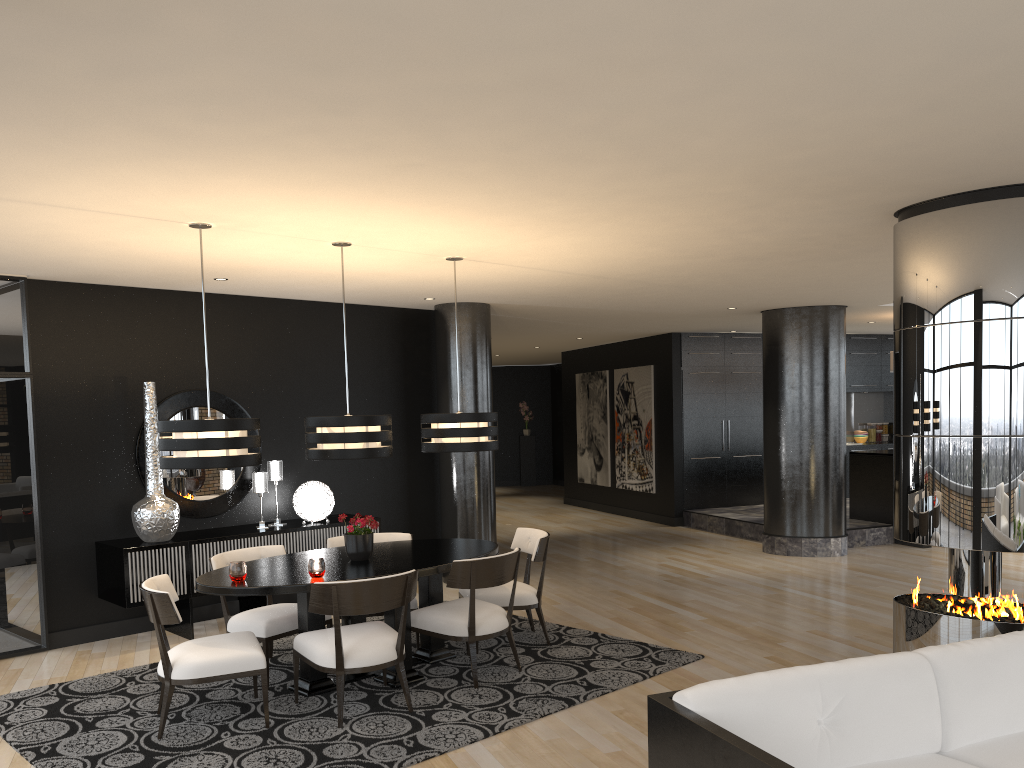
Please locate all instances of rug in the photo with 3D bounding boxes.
[{"bbox_3d":[-0.993,1.877,5.609,3.714,0.011,2.718,0,-3,-44],"label":"rug"}]

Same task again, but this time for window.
[{"bbox_3d":[4.232,-0.657,5.592,15.860,4.801,10.126,-1,-1,-34],"label":"window"}]

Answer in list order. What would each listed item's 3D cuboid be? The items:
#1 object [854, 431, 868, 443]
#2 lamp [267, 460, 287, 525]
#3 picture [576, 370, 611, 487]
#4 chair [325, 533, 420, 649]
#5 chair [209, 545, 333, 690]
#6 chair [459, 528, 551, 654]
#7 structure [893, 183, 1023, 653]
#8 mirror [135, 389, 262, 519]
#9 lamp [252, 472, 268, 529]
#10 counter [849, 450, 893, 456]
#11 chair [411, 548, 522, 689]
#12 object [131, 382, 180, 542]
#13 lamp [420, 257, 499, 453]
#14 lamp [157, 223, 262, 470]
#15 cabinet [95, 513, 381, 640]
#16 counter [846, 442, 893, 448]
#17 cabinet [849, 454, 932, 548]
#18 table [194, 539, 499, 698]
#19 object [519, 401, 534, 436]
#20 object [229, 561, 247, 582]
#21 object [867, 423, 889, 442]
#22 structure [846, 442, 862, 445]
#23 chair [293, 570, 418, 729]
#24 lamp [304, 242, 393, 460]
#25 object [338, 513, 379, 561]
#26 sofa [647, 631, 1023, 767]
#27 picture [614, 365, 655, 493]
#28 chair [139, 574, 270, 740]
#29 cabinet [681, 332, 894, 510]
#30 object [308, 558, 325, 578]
[{"bbox_3d":[5.663,0.858,14.325,0.204,0.206,0.185,-2,1,-20],"label":"object"},{"bbox_3d":[-2.016,0.930,7.543,0.132,0.552,0.124,-1,3,9],"label":"lamp"},{"bbox_3d":[1.367,0.744,14.749,0.077,1.880,1.152,-3,2,-21],"label":"picture"},{"bbox_3d":[-0.987,1.502,6.298,0.642,0.809,0.614,-2,2,-15],"label":"chair"},{"bbox_3d":[-1.592,1.501,5.779,0.616,0.809,0.640,0,2,32],"label":"chair"},{"bbox_3d":[-0.032,1.479,6.388,0.615,0.809,0.641,-2,2,-15],"label":"chair"},{"bbox_3d":[2.535,0.393,4.828,0.585,2.753,0.890,-4,4,-33],"label":"structure"},{"bbox_3d":[-2.576,0.580,7.332,1.073,1.082,0.025,-2,3,-43],"label":"mirror"},{"bbox_3d":[-2.101,0.970,7.383,0.124,0.467,0.132,-3,3,-21],"label":"lamp"},{"bbox_3d":[5.908,0.826,11.123,3.111,0.032,1.179,-1,-2,-21],"label":"counter"},{"bbox_3d":[-0.274,1.461,5.615,0.616,0.809,0.640,0,2,39],"label":"chair"},{"bbox_3d":[-2.726,0.591,6.708,0.342,1.213,0.343,-4,4,-35],"label":"object"},{"bbox_3d":[-0.377,-0.202,6.087,0.534,1.334,0.535,-4,4,-44],"label":"lamp"},{"bbox_3d":[-1.684,-0.208,4.858,0.534,1.334,0.535,-4,4,-44],"label":"lamp"},{"bbox_3d":[-2.176,1.587,7.354,2.232,0.769,0.610,0,0,-43],"label":"cabinet"},{"bbox_3d":[4.953,0.977,13.840,2.857,0.034,0.730,-1,-2,-21],"label":"counter"},{"bbox_3d":[5.922,1.362,11.157,3.111,1.042,1.178,-1,0,-21],"label":"cabinet"},{"bbox_3d":[-0.948,1.496,5.618,2.101,0.771,1.209,0,-1,-42],"label":"table"},{"bbox_3d":[0.330,0.776,19.982,0.339,0.790,0.227,-1,3,8],"label":"object"},{"bbox_3d":[-1.537,1.051,4.949,0.095,0.106,0.095,-1,1,13],"label":"object"},{"bbox_3d":[6.003,0.795,14.478,0.365,0.317,0.113,-2,3,-21],"label":"object"},{"bbox_3d":[4.959,0.953,13.821,0.899,0.067,0.520,-1,-2,-21],"label":"structure"},{"bbox_3d":[-0.878,1.456,4.999,0.641,0.809,0.615,-2,2,-33],"label":"chair"},{"bbox_3d":[-1.030,-0.205,5.472,0.534,1.334,0.535,-4,4,-44],"label":"lamp"},{"bbox_3d":[-0.956,0.961,5.568,0.237,0.299,0.228,-3,2,-41],"label":"object"},{"bbox_3d":[1.543,1.324,2.850,2.029,0.806,0.837,-1,1,-21],"label":"sofa"},{"bbox_3d":[1.876,0.687,13.440,0.077,1.880,1.152,-3,2,-21],"label":"picture"},{"bbox_3d":[-1.706,1.474,4.875,0.615,0.809,0.641,-2,2,-23],"label":"chair"},{"bbox_3d":[4.951,0.519,13.789,5.721,2.536,0.726,-1,3,-21],"label":"cabinet"},{"bbox_3d":[-1.104,1.041,4.994,0.095,0.106,0.095,-2,1,-32],"label":"object"}]
